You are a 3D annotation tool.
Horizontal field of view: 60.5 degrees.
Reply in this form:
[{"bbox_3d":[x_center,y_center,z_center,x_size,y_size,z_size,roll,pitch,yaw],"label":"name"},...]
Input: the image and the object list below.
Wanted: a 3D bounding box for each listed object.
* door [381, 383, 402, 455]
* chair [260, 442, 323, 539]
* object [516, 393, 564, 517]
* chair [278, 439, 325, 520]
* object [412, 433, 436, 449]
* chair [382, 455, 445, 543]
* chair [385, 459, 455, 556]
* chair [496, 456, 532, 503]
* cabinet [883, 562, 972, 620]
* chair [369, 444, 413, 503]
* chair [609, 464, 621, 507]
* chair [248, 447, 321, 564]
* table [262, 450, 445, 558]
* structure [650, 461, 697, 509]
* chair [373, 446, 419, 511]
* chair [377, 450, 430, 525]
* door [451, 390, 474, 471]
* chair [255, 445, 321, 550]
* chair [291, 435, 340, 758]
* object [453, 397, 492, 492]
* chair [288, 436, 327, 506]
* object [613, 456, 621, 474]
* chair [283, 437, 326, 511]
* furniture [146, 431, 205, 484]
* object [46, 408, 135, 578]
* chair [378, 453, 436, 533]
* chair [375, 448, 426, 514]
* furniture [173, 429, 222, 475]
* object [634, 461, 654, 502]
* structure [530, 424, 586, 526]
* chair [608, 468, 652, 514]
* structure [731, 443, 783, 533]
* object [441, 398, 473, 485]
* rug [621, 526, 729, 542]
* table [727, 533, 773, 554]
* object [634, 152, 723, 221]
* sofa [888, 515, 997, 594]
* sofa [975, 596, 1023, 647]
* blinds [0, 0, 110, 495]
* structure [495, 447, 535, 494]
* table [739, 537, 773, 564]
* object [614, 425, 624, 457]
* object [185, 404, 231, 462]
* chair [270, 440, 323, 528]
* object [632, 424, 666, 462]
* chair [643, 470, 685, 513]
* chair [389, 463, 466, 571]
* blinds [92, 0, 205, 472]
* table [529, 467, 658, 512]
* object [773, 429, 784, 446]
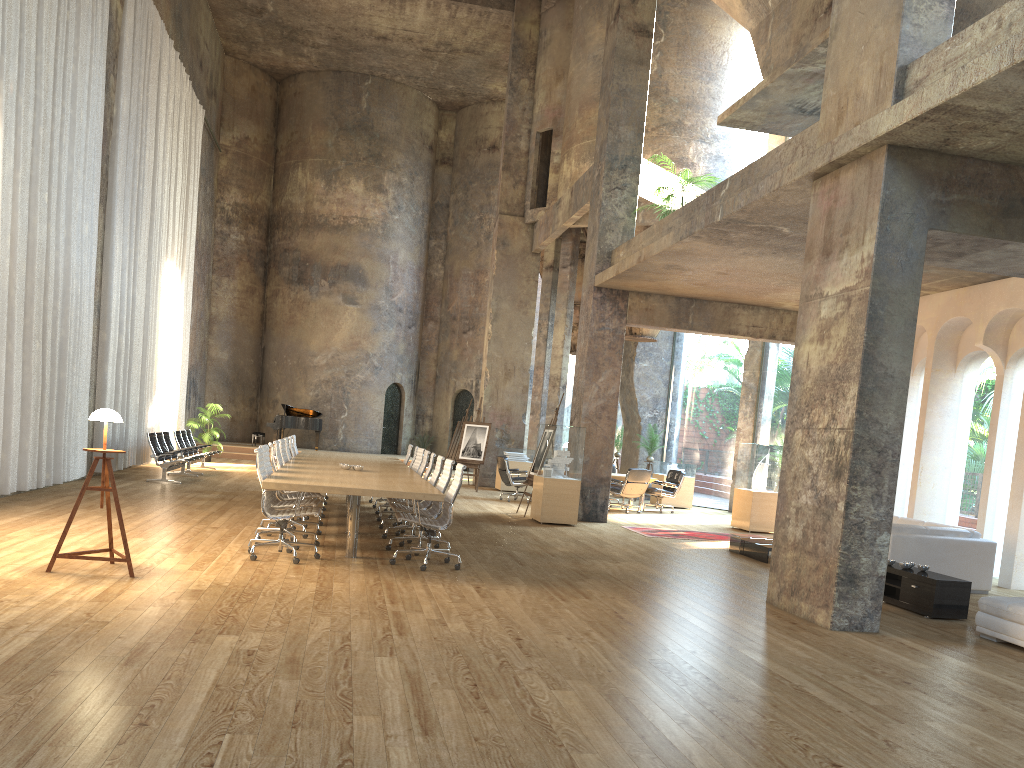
[{"bbox_3d":[-3.877,1.098,27.976,0.091,2.314,0.903,8,5,38],"label":"door"},{"bbox_3d":[-2.490,1.203,10.012,0.700,1.033,0.660,5,2,-11],"label":"chair"},{"bbox_3d":[0.557,1.196,14.789,0.686,2.163,0.694,4,4,-12],"label":"object"},{"bbox_3d":[-2.834,1.271,11.785,0.699,1.033,0.661,5,2,-2],"label":"chair"},{"bbox_3d":[-2.873,2.056,28.674,0.912,0.998,0.902,5,1,1],"label":"object"},{"bbox_3d":[-1.154,1.341,10.408,0.700,1.033,0.660,5,2,-5],"label":"chair"},{"bbox_3d":[-0.982,1.307,9.510,0.700,1.033,0.660,5,2,-7],"label":"chair"},{"bbox_3d":[0.091,1.915,17.644,0.823,0.899,0.724,5,2,-15],"label":"chair"},{"bbox_3d":[3.889,2.022,8.842,0.396,0.371,1.552,5,-3,-11],"label":"cabinet"},{"bbox_3d":[-2.012,1.505,14.739,0.700,1.033,0.660,5,2,-5],"label":"chair"},{"bbox_3d":[1.976,2.142,18.773,0.731,0.899,0.815,5,1,-10],"label":"chair"},{"bbox_3d":[-2.143,1.141,8.334,0.700,1.033,0.660,5,2,-5],"label":"chair"},{"bbox_3d":[-2.139,1.453,11.607,1.604,0.763,7.669,5,-3,-10],"label":"table"},{"bbox_3d":[3.655,2.292,19.980,0.736,1.022,0.737,5,2,-11],"label":"structure"},{"bbox_3d":[-1.817,1.476,13.900,0.699,1.033,0.661,5,2,-2],"label":"chair"},{"bbox_3d":[-1.483,1.409,12.150,0.700,1.033,0.660,5,2,-5],"label":"chair"},{"bbox_3d":[-1.575,1.492,28.433,0.896,2.651,0.111,7,5,31],"label":"door"},{"bbox_3d":[-2.332,1.171,9.174,0.699,1.033,0.661,5,2,-2],"label":"chair"},{"bbox_3d":[-0.559,1.652,14.976,12.976,1.038,31.319,6,-3,-11],"label":"chair"},{"bbox_3d":[-0.836,1.344,19.670,0.698,2.163,0.682,6,4,21],"label":"object"},{"bbox_3d":[-3.175,1.339,13.562,0.700,1.033,0.660,5,2,-7],"label":"chair"},{"bbox_3d":[2.785,2.427,23.387,0.660,0.980,0.565,4,3,-17],"label":"object"},{"bbox_3d":[-3.003,1.305,12.665,0.700,1.033,0.660,5,2,-5],"label":"chair"},{"bbox_3d":[-6.073,1.308,15.925,0.710,0.846,1.860,5,-2,-11],"label":"furniture"},{"bbox_3d":[-3.136,0.846,6.879,0.568,1.307,0.657,6,3,22],"label":"object"},{"bbox_3d":[-1.323,1.375,11.287,0.699,1.033,0.661,5,2,-2],"label":"chair"},{"bbox_3d":[-1.650,1.445,13.064,0.700,1.033,0.660,5,2,-11],"label":"chair"},{"bbox_3d":[-6.515,1.399,18.262,0.710,0.846,1.860,5,-2,-11],"label":"furniture"},{"bbox_3d":[3.328,2.339,20.942,0.567,0.979,0.658,6,2,25],"label":"object"},{"bbox_3d":[0.719,1.436,13.942,0.595,1.559,0.736,4,3,-11],"label":"structure"},{"bbox_3d":[2.241,2.086,17.353,0.732,0.899,0.814,4,2,-37],"label":"chair"},{"bbox_3d":[4.391,1.847,15.592,0.595,1.559,0.736,4,3,-11],"label":"structure"},{"bbox_3d":[-1.289,1.405,21.499,0.682,2.163,0.698,6,4,15],"label":"object"},{"bbox_3d":[3.092,2.414,13.965,2.467,0.009,1.338,6,-3,-11],"label":"rug"},{"bbox_3d":[3.459,2.230,12.127,0.861,0.248,0.368,5,-1,-11],"label":"table"},{"bbox_3d":[2.642,-2.596,13.863,1.403,1.822,1.347,5,2,-5],"label":"object"},{"bbox_3d":[4.255,2.007,11.241,2.068,0.726,2.911,5,-3,-11],"label":"sofa"},{"bbox_3d":[5.034,1.849,7.128,2.072,0.726,1.064,5,-1,-11],"label":"sofa"},{"bbox_3d":[-5.753,-2.982,10.021,0.275,8.705,7.773,4,1,-10],"label":"blinds"},{"bbox_3d":[0.067,2.015,20.608,0.744,1.022,0.729,5,2,-11],"label":"structure"},{"bbox_3d":[3.525,2.237,11.767,0.792,0.204,1.104,5,-3,-11],"label":"table"},{"bbox_3d":[2.807,1.471,23.326,0.686,0.946,0.857,5,1,10],"label":"object"},{"bbox_3d":[-7.492,1.194,21.621,1.095,1.467,1.119,4,2,-20],"label":"object"},{"bbox_3d":[-2.674,1.237,10.923,0.700,1.033,0.660,5,2,-5],"label":"chair"},{"bbox_3d":[3.243,1.376,20.915,0.860,0.947,0.683,5,2,-8],"label":"object"},{"bbox_3d":[3.074,2.206,18.213,0.823,0.899,0.724,5,2,-16],"label":"chair"},{"bbox_3d":[-0.809,1.270,8.582,0.699,1.033,0.660,5,2,-5],"label":"chair"},{"bbox_3d":[-7.353,-2.655,18.482,0.275,8.705,7.773,4,1,-10],"label":"blinds"},{"bbox_3d":[1.607,2.158,17.938,2.415,0.705,1.098,5,-1,-11],"label":"table"},{"bbox_3d":[4.982,1.263,16.132,0.690,0.946,0.852,4,1,-20],"label":"object"}]
